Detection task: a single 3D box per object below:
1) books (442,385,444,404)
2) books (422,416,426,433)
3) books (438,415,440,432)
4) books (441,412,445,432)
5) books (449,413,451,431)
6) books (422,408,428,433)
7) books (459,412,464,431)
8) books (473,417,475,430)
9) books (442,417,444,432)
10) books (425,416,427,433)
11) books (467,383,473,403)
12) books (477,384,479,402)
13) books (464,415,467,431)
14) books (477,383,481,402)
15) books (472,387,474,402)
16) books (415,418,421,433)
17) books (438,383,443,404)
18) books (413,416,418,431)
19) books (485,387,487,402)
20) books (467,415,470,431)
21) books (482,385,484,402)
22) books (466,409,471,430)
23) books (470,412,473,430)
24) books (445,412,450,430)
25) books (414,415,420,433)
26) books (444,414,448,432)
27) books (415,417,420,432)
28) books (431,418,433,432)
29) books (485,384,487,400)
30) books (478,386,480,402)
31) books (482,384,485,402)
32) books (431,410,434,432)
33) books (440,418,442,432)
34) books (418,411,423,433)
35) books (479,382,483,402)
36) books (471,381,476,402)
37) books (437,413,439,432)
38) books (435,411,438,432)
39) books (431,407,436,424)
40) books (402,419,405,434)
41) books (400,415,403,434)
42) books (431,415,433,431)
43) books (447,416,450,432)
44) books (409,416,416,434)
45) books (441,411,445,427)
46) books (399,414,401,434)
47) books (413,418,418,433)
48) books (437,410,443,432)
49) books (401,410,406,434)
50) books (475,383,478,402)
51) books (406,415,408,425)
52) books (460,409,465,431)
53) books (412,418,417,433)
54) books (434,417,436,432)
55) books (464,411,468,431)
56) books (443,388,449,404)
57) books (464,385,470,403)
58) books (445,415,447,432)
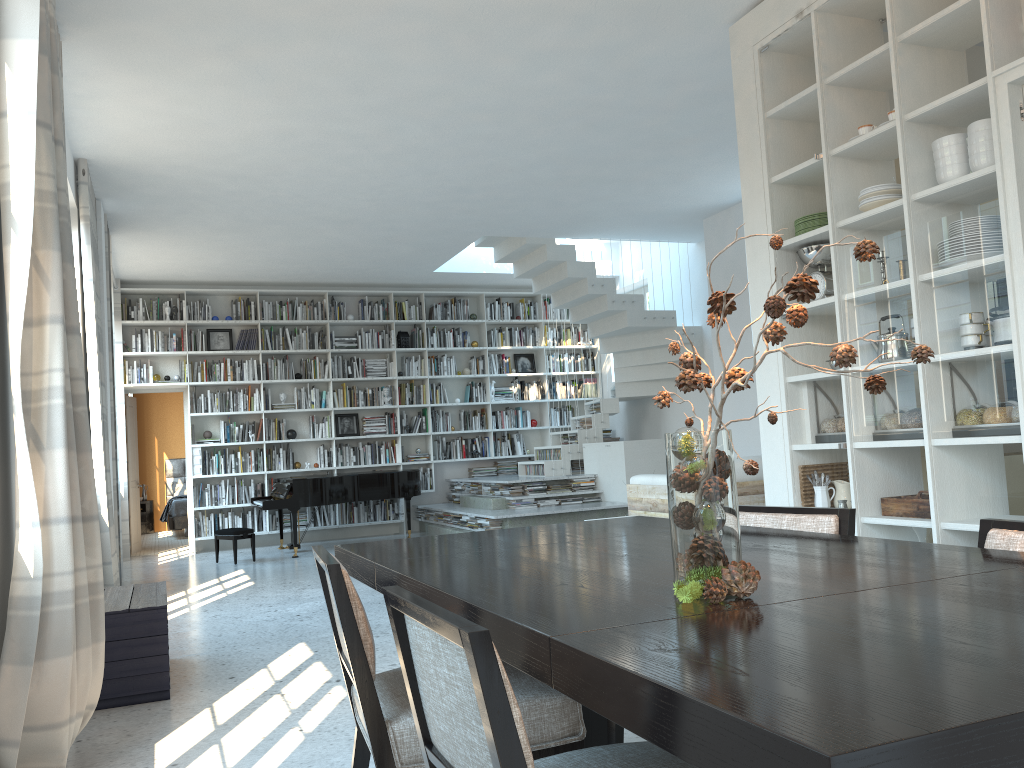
[{"bbox_3d":[-0.935,0.148,11.807,0.007,0.254,0.161,-2,-4,-22],"label":"books"},{"bbox_3d":[-1.178,0.536,11.652,0.029,0.223,0.171,-2,-4,-22],"label":"books"},{"bbox_3d":[-0.991,0.528,11.724,0.011,0.226,0.188,-2,-4,-22],"label":"books"},{"bbox_3d":[-0.931,0.507,11.762,0.012,0.267,0.183,-2,-4,-22],"label":"books"},{"bbox_3d":[-0.847,0.513,11.804,0.013,0.251,0.173,-2,-4,-22],"label":"books"},{"bbox_3d":[-1.144,0.485,11.679,0.014,0.324,0.183,-2,-4,-22],"label":"books"},{"bbox_3d":[-0.678,0.507,11.875,0.019,0.251,0.130,-2,-4,-22],"label":"books"},{"bbox_3d":[-0.542,0.536,11.903,0.018,0.182,0.182,-2,-4,-22],"label":"books"},{"bbox_3d":[-0.945,0.540,11.766,0.013,0.203,0.167,-2,-4,-22],"label":"books"},{"bbox_3d":[-1.159,0.534,11.672,0.021,0.226,0.148,-2,-4,-22],"label":"books"},{"bbox_3d":[-0.567,0.131,11.944,0.021,0.264,0.174,-2,-4,-22],"label":"books"},{"bbox_3d":[-0.490,0.130,11.971,0.015,0.259,0.152,-2,-4,-22],"label":"books"},{"bbox_3d":[-0.641,0.522,11.872,0.015,0.215,0.178,-2,-4,-22],"label":"books"},{"bbox_3d":[-0.463,0.123,11.991,0.032,0.274,0.154,-2,-4,-22],"label":"books"},{"bbox_3d":[-0.544,0.157,11.944,0.006,0.209,0.188,-2,-4,-22],"label":"books"},{"bbox_3d":[-1.250,0.552,11.639,0.091,0.205,0.169,-2,-4,-22],"label":"books"},{"bbox_3d":[-0.953,0.131,11.793,0.013,0.287,0.159,-2,-4,-22],"label":"books"},{"bbox_3d":[-1.294,0.543,11.631,0.095,0.226,0.144,-2,-4,-22],"label":"books"},{"bbox_3d":[-0.388,0.151,12.016,0.023,0.212,0.164,-2,-4,-22],"label":"books"},{"bbox_3d":[-0.609,0.528,11.920,0.031,0.208,0.122,-2,-4,-22],"label":"books"},{"bbox_3d":[-0.417,0.136,12.008,0.013,0.244,0.158,-2,-4,-22],"label":"books"},{"bbox_3d":[-0.584,0.488,11.919,0.007,0.285,0.159,-2,-4,-22],"label":"books"},{"bbox_3d":[-0.561,0.502,11.898,0.018,0.250,0.184,-2,-4,-22],"label":"books"},{"bbox_3d":[-0.860,0.508,11.799,0.014,0.261,0.142,-2,-4,-22],"label":"books"},{"bbox_3d":[-1.268,0.534,11.635,0.094,0.238,0.150,-2,-4,-22],"label":"books"},{"bbox_3d":[-0.885,0.520,11.786,0.015,0.238,0.176,-2,-4,-22],"label":"books"},{"bbox_3d":[-1.266,0.547,11.645,0.090,0.215,0.139,-2,-4,-22],"label":"books"},{"bbox_3d":[-1.084,0.552,11.709,0.015,0.188,0.168,-2,-4,-22],"label":"books"},{"bbox_3d":[-0.371,0.133,12.014,0.010,0.245,0.158,-2,-4,-22],"label":"books"},{"bbox_3d":[-0.473,0.147,11.968,0.012,0.224,0.178,-2,-4,-22],"label":"books"},{"bbox_3d":[-0.400,0.130,11.996,0.011,0.252,0.169,-2,-4,-22],"label":"books"},{"bbox_3d":[-1.060,0.497,11.717,0.018,0.295,0.177,-2,-4,-22],"label":"books"},{"bbox_3d":[-0.970,0.548,11.739,0.013,0.186,0.184,-2,-4,-22],"label":"books"},{"bbox_3d":[-1.207,0.507,11.665,0.013,0.285,0.139,-2,-4,-22],"label":"books"},{"bbox_3d":[-0.434,0.121,11.979,0.012,0.273,0.184,-2,-4,-22],"label":"books"},{"bbox_3d":[-0.531,0.115,11.970,0.013,0.295,0.154,-2,-4,-22],"label":"books"},{"bbox_3d":[-1.007,0.518,11.730,0.013,0.248,0.165,-2,-4,-22],"label":"books"},{"bbox_3d":[-1.015,0.501,11.725,0.005,0.283,0.159,-2,-4,-22],"label":"books"},{"bbox_3d":[-1.038,0.475,11.745,0.007,0.341,0.149,-2,-4,-22],"label":"books"},{"bbox_3d":[-1.429,0.559,11.550,0.027,0.192,0.182,-2,-4,-22],"label":"books"},{"bbox_3d":[-1.464,0.532,11.561,0.028,0.253,0.142,-2,-4,-22],"label":"books"},{"bbox_3d":[-1.077,0.527,11.723,0.011,0.239,0.136,-2,-4,-22],"label":"books"},{"bbox_3d":[-0.870,0.535,11.787,0.014,0.207,0.180,-2,-4,-22],"label":"books"},{"bbox_3d":[-1.315,0.540,11.595,0.095,0.228,0.190,-2,-4,-22],"label":"books"},{"bbox_3d":[-0.919,0.499,11.784,0.006,0.285,0.159,-2,-4,-22],"label":"books"},{"bbox_3d":[-1.489,0.527,11.555,0.024,0.263,0.154,-2,-4,-22],"label":"books"},{"bbox_3d":[-1.282,0.549,11.630,0.090,0.212,0.143,-2,-4,-22],"label":"books"},{"bbox_3d":[-0.960,0.493,11.746,0.014,0.296,0.175,-2,-4,-22],"label":"books"},{"bbox_3d":[-1.419,0.503,11.576,0.013,0.306,0.141,-2,-4,-22],"label":"books"},{"bbox_3d":[-0.505,0.129,11.965,0.018,0.263,0.165,-2,-4,-22],"label":"books"},{"bbox_3d":[-1.387,0.532,11.596,0.035,0.248,0.141,-2,-4,-22],"label":"books"},{"bbox_3d":[-0.668,0.489,11.894,0.016,0.289,0.131,-2,-4,-22],"label":"books"},{"bbox_3d":[-1.301,0.549,11.605,0.089,0.210,0.176,-2,-4,-22],"label":"books"},{"bbox_3d":[-1.039,0.542,11.728,0.013,0.204,0.154,-2,-4,-22],"label":"books"},{"bbox_3d":[-0.633,0.500,11.892,0.015,0.262,0.150,-2,-4,-22],"label":"books"},{"bbox_3d":[-0.896,0.168,11.792,0.051,0.210,0.177,-2,-4,-22],"label":"books"},{"bbox_3d":[-0.604,0.145,11.936,0.056,0.241,0.153,-2,-4,-22],"label":"books"},{"bbox_3d":[-0.899,0.529,11.790,0.008,0.222,0.134,-2,-4,-22],"label":"books"}]
